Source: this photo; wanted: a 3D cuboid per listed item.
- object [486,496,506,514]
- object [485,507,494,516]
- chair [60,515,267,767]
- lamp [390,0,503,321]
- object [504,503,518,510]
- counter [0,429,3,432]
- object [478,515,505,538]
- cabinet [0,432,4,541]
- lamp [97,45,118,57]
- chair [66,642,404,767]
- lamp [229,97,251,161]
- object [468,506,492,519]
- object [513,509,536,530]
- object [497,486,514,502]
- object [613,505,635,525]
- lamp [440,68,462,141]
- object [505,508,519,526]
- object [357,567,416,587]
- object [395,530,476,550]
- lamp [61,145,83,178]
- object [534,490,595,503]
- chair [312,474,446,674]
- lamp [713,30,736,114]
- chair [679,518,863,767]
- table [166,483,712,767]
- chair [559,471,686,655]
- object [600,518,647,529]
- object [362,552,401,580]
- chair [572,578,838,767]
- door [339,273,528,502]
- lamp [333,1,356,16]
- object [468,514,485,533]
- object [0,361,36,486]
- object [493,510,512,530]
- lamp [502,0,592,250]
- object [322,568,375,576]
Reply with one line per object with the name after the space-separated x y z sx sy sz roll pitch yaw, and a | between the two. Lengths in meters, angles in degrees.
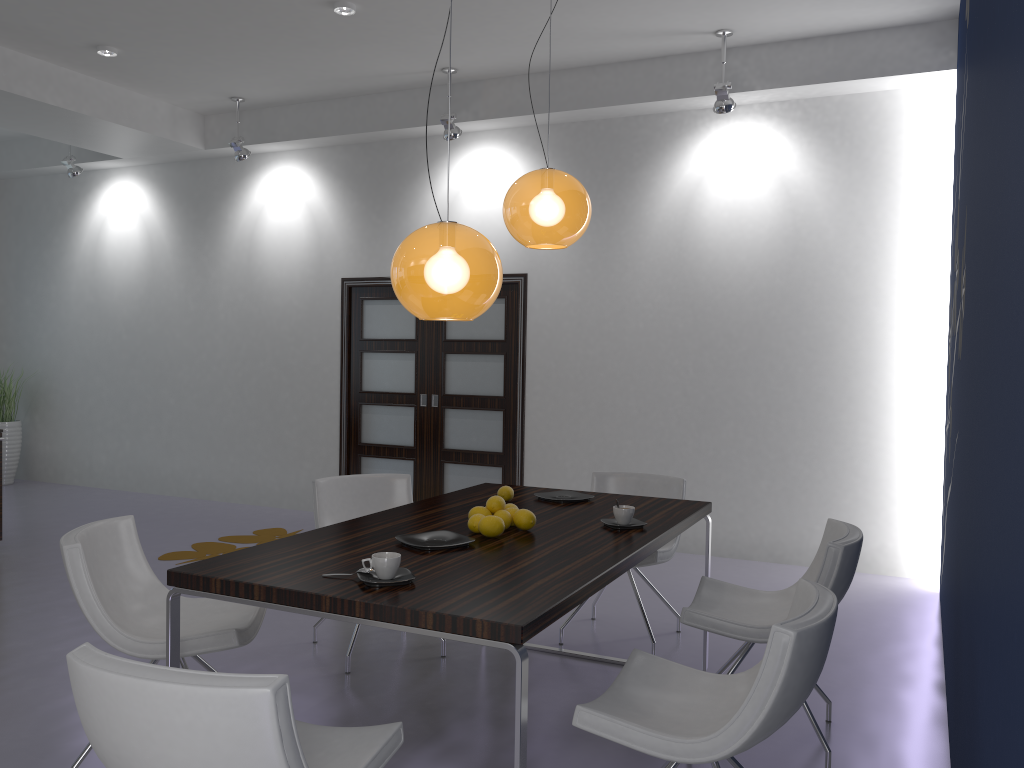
-0.059 0.448 3.280 0.070 0.068 0.083 2 2 29 | object
-0.079 0.492 3.332 0.083 0.068 0.070 1 2 -6 | object
-1.204 0.894 3.076 0.620 0.805 0.508 1 2 -5 | chair
-0.194 -1.191 2.811 0.358 1.974 0.359 2 2 30 | lamp
-0.008 0.491 3.384 0.070 0.068 0.083 2 2 29 | object
-4.756 0.528 4.836 1.302 1.300 3.291 2 2 25 | counter
-0.070 0.495 3.083 0.094 0.077 0.079 1 2 -1 | object
-4.751 0.753 4.836 1.377 0.852 3.285 2 2 25 | cabinet
-2.818 -2.316 6.172 0.132 0.035 0.132 1 2 -2 | lamp
-0.603 0.941 1.970 0.508 0.805 0.620 2 2 20 | chair
-2.264 -2.106 7.379 0.150 0.511 0.185 2 2 25 | lamp
-0.115 0.488 3.248 0.094 0.080 0.076 2 2 26 | object
0.045 0.493 3.221 0.079 0.077 0.094 0 2 -21 | object
-0.027 0.476 3.842 0.070 0.068 0.083 2 2 29 | object
0.414 0.495 3.343 0.081 0.064 0.101 -1 2 -40 | object
-0.451 -2.048 6.536 0.150 0.511 0.185 2 2 25 | lamp
-0.002 0.494 3.296 0.083 0.068 0.070 1 2 -6 | object
-0.351 0.540 2.474 0.154 0.020 0.154 0 2 -19 | object
-0.258 0.526 2.975 0.232 0.020 0.232 0 2 -37 | object
-4.077 -2.165 8.221 0.150 0.511 0.185 2 2 25 | lamp
0.231 0.503 3.950 0.232 0.020 0.232 0 2 -37 | object
-0.646 0.867 4.250 0.508 0.805 0.620 0 2 -30 | chair
1.362 -1.989 5.694 0.150 0.511 0.185 2 2 25 | lamp
0.973 0.925 3.327 0.620 0.805 0.508 2 2 20 | chair
-0.061 0.920 3.257 1.127 0.783 2.046 2 2 25 | table
0.570 0.880 4.492 0.508 0.805 0.620 2 2 25 | chair
0.420 0.526 3.337 0.154 0.020 0.154 0 2 -20 | object
-0.358 0.509 2.467 0.101 0.064 0.081 0 2 -39 | object
0.534 0.947 2.384 0.620 0.805 0.508 2 2 25 | chair
-0.653 0.136 7.430 1.764 2.061 0.220 2 2 25 | door
-1.005 -2.257 5.330 0.132 0.035 0.132 0 2 -22 | lamp
-0.120 0.497 3.152 0.070 0.068 0.083 2 2 29 | object
-5.290 0.367 9.048 0.713 1.334 0.656 1 2 9 | object
-0.036 0.494 3.221 0.069 0.071 0.081 1 2 2 | object
0.153 -1.373 3.549 0.359 1.645 0.358 2 2 36 | lamp
-0.461 0.530 2.502 0.155 0.028 0.032 1 2 6 | object
